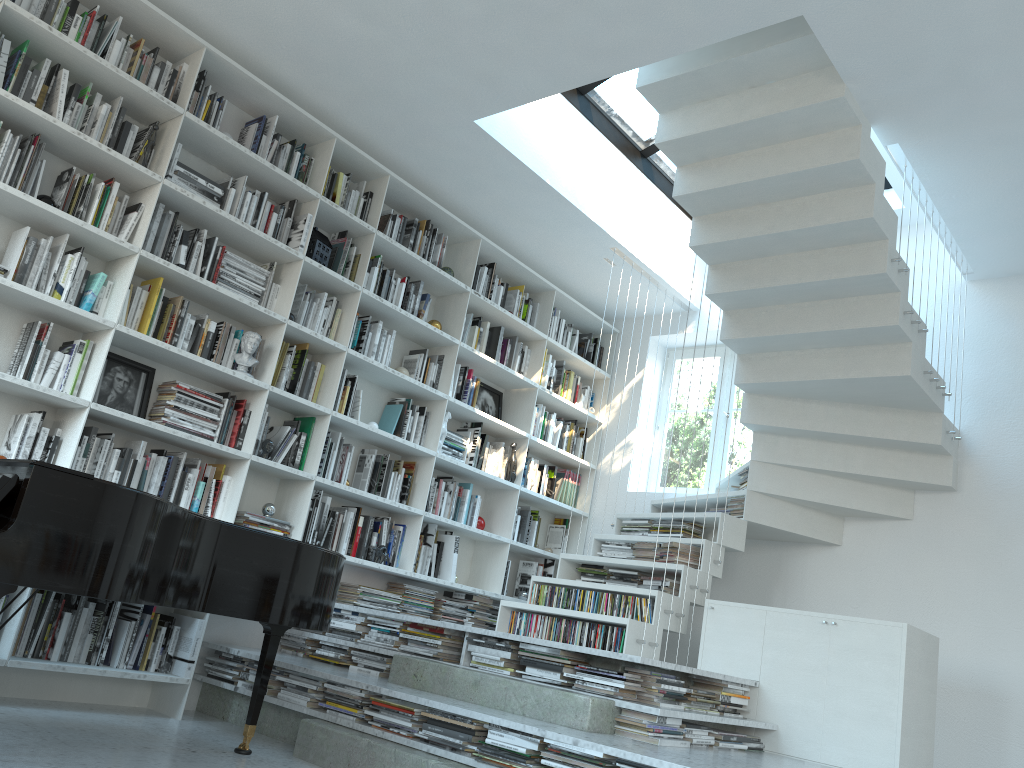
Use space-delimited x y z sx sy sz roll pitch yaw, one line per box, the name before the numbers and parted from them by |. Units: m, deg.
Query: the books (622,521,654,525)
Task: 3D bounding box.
books | 0.855 0.905 5.685 0.190 0.015 0.230 21 -19 -32

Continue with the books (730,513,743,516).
books | 1.460 0.810 5.340 0.223 0.015 0.180 18 -18 -23

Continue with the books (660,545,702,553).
books | 0.997 0.957 5.081 0.254 0.005 0.161 15 -17 -15

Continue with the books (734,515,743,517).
books | 1.457 0.821 5.338 0.241 0.008 0.168 17 -17 -19

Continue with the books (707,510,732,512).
books | 1.377 0.820 5.581 0.193 0.006 0.299 17 -18 -22

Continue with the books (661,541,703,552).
books | 0.997 0.945 5.092 0.234 0.025 0.158 14 -16 -10

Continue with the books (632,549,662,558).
books | 0.856 1.027 5.278 0.222 0.035 0.179 -6 -23 44

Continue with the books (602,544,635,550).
books | 0.687 1.028 5.518 0.203 0.011 0.174 -1 -20 35

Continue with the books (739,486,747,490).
books | 1.514 0.656 5.358 0.247 0.015 0.142 11 -16 0

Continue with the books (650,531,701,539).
books | 0.997 0.927 5.414 0.191 0.014 0.244 22 -20 -33

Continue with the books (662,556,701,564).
books | 0.987 1.011 5.063 0.215 0.014 0.138 17 -17 -20

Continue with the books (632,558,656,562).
books | 0.839 1.067 5.275 0.177 0.014 0.200 -6 -23 44

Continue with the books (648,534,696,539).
books | 0.995 0.941 5.411 0.182 0.013 0.287 21 -19 -32

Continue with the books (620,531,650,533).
books | 0.849 0.961 5.672 0.185 0.006 0.262 21 -19 -31

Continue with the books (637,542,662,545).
books | 0.854 0.968 5.308 0.155 0.009 0.155 -3 -21 40

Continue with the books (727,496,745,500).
books | 1.472 0.722 5.377 0.300 0.007 0.159 18 -18 -22

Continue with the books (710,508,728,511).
books | 1.377 0.809 5.583 0.183 0.016 0.199 19 -18 -26

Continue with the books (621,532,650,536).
books | 0.846 0.977 5.668 0.166 0.018 0.264 20 -18 -28

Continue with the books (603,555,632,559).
books | 0.684 1.086 5.510 0.179 0.010 0.160 -5 -22 43

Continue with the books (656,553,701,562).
books | 0.989 1.001 5.066 0.295 0.006 0.147 15 -17 -13

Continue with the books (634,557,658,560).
books | 0.830 1.056 5.290 0.155 0.013 0.140 -4 -22 42

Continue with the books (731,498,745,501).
books | 1.477 0.727 5.363 0.266 0.008 0.163 19 -18 -27

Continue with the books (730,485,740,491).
books | 1.499 0.693 5.618 0.226 0.012 0.285 6 -17 14

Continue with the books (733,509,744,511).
books | 1.461 0.785 5.358 0.208 0.008 0.144 19 -18 -27

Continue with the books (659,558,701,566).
books | 0.981 1.026 5.072 0.222 0.011 0.180 15 -17 -16

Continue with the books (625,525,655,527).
books | 0.873 0.928 5.695 0.136 0.017 0.298 21 -19 -31

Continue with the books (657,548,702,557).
books | 0.994 0.977 5.073 0.295 0.007 0.146 15 -17 -13

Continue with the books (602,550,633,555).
books | 0.695 1.065 5.525 0.230 0.019 0.143 -3 -21 39

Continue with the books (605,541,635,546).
books | 0.701 1.007 5.535 0.180 0.014 0.157 -2 -21 38

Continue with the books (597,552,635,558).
books | 0.691 1.079 5.520 0.297 0.012 0.145 -3 -21 39

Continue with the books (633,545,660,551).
books | 0.854 0.994 5.296 0.219 0.012 0.156 21 -19 -30

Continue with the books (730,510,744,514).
books | 1.463 0.795 5.345 0.238 0.018 0.173 17 -17 -20

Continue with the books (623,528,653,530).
books | 0.850 0.947 5.675 0.172 0.011 0.232 23 -20 -35

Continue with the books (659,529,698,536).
books | 1.016 0.912 5.432 0.154 0.014 0.197 22 -20 -33

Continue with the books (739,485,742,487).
books | 1.519 0.684 5.617 0.184 0.013 0.231 9 -16 7

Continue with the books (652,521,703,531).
books | 1.011 0.869 5.433 0.191 0.013 0.243 23 -20 -35

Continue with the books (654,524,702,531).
books | 1.016 0.882 5.436 0.174 0.009 0.240 23 -21 -37

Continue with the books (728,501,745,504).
books | 1.468 0.751 5.366 0.285 0.007 0.160 17 -17 -21

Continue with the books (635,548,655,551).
books | 0.837 1.007 5.306 0.159 0.012 0.129 21 -19 -32

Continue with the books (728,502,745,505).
books | 1.468 0.756 5.362 0.291 0.006 0.149 16 -17 -18

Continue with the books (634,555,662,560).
books | 0.850 1.046 5.275 0.181 0.005 0.189 -3 -21 40

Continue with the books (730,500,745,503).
books | 1.465 0.742 5.379 0.262 0.016 0.132 18 -18 -24

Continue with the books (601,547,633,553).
books | 0.695 1.046 5.526 0.239 0.016 0.150 -3 -21 38

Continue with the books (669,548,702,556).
books | 0.990 0.970 5.092 0.184 0.016 0.179 16 -17 -19

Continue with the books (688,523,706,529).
books | 1.034 0.869 5.453 0.134 0.007 0.298 23 -21 -37

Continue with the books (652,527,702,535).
books | 1.010 0.899 5.428 0.177 0.007 0.254 24 -21 -38

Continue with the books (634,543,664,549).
books | 0.855 0.980 5.301 0.190 0.017 0.167 -5 -22 42

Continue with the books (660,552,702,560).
books | 0.986 0.996 5.082 0.232 0.011 0.172 14 -17 -11

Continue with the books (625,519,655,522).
books | 0.866 0.894 5.694 0.166 0.014 0.236 20 -19 -30

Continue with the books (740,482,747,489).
books | 1.517 0.636 5.348 0.250 0.017 0.181 10 -16 2

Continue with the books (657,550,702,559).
books | 0.992 0.984 5.071 0.295 0.007 0.146 16 -17 -17

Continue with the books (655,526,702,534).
books | 1.022 0.894 5.439 0.145 0.011 0.257 24 -21 -39

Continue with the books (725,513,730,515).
books | 1.374 0.839 5.576 0.170 0.010 0.233 19 -18 -27

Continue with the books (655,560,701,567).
books | 0.975 1.037 5.082 0.254 0.007 0.189 17 -17 -20

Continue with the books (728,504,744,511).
books | 1.466 0.767 5.347 0.262 0.023 0.200 17 -17 -20

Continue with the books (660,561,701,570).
books | 0.977 1.044 5.070 0.215 0.013 0.189 15 -17 -15

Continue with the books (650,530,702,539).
books | 1.005 0.919 5.422 0.187 0.009 0.261 23 -20 -36

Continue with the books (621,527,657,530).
books | 0.854 0.939 5.679 0.162 0.008 0.290 20 -18 -28

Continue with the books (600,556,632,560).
books | 0.687 1.099 5.514 0.254 0.010 0.139 -2 -21 37

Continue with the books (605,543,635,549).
books | 0.696 1.020 5.529 0.180 0.014 0.157 -2 -20 36
